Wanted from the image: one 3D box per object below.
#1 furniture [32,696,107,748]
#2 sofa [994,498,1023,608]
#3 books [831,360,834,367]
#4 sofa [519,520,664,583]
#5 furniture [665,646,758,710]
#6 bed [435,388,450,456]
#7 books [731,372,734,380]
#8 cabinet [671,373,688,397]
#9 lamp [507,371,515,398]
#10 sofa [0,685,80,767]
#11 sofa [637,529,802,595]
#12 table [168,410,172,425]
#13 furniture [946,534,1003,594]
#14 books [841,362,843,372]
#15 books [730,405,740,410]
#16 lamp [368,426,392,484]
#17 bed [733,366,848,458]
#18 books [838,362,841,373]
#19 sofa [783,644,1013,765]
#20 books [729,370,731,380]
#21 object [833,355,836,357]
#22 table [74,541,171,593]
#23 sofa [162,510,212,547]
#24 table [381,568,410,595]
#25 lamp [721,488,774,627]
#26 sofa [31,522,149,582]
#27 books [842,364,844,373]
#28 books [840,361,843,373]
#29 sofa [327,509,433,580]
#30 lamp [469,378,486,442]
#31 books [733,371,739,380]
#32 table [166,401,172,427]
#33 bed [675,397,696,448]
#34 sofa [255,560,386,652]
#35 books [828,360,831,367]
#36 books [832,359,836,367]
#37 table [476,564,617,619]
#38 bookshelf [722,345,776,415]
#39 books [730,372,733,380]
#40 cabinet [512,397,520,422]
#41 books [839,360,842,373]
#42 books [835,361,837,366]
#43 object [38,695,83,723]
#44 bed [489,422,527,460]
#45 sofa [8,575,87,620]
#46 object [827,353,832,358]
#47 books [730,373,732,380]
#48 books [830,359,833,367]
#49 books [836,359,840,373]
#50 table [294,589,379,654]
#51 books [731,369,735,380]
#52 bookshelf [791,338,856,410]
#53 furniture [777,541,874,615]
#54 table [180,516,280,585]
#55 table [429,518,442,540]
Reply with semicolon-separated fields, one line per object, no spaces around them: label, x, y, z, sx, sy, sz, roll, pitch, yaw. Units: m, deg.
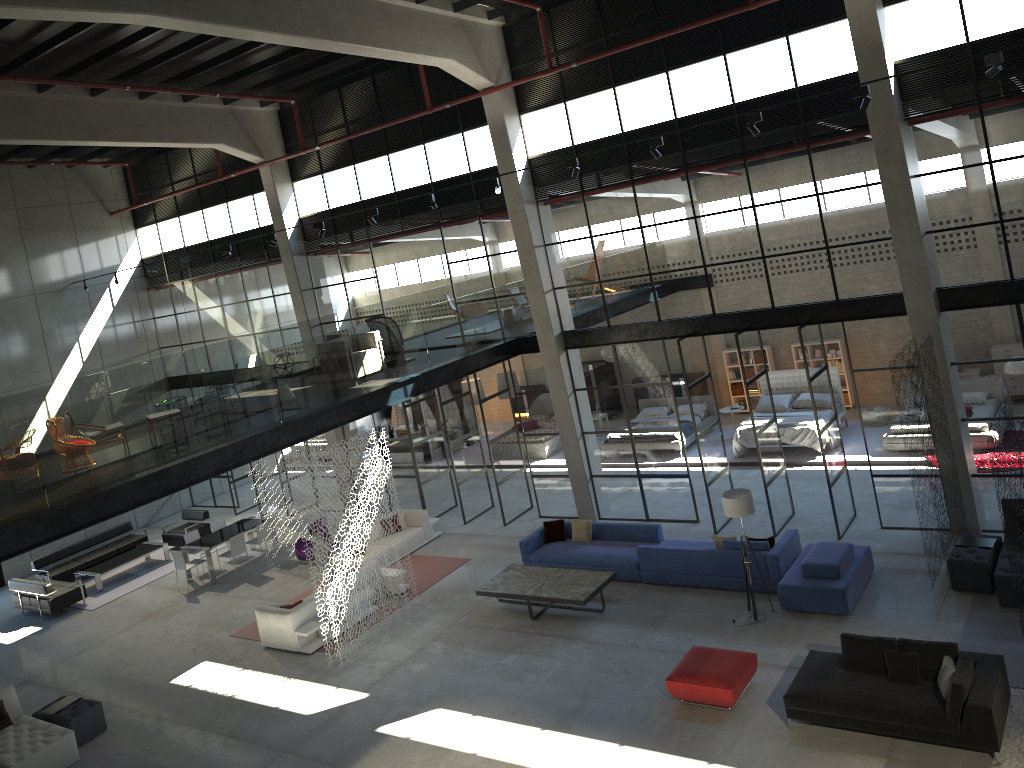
furniture;-6.462;4.925;12.813;0.950;0.453;0.519;-7;7;31
sofa;8.282;2.122;10.723;4.110;0.865;1.864;-5;10;36
books;8.149;-0.459;22.135;0.064;0.333;0.257;-10;4;36
sofa;1.394;2.872;15.232;2.313;0.601;1.076;-5;10;36
furniture;2.443;3.550;10.651;0.846;0.374;0.873;-5;10;36
bed;-2.620;1.007;26.039;2.225;2.069;2.360;-7;7;36
books;5.974;-0.248;23.690;0.032;0.260;0.178;-10;4;36
cabinet;4.517;0.344;24.852;2.061;1.154;0.458;-6;5;36
lamp;0.057;0.611;25.702;0.807;1.915;0.682;-12;2;-12
sofa;-7.819;5.315;10.844;1.807;0.864;4.240;-6;11;36
sofa;3.256;2.672;13.860;2.313;0.718;1.076;-5;9;36
table;-5.514;0.661;13.970;0.478;0.393;0.629;-15;8;-28
furniture;6.435;2.464;12.144;0.504;0.452;0.980;-6;9;41
books;8.312;-0.433;22.008;0.018;0.256;0.258;-10;5;36
books;5.386;0.558;21.165;0.228;0.042;0.305;-10;9;10
lamp;-2.617;1.298;16.717;0.434;1.096;0.447;-9;3;45
bed;6.231;0.630;19.859;2.196;1.410;2.365;-6;9;35
books;8.261;-0.443;22.058;0.020;0.280;0.258;-10;5;36
sofa;4.112;3.322;9.451;2.086;0.558;1.104;-5;10;36
books;5.916;-0.244;23.731;0.019;0.260;0.178;-10;4;36
object;8.085;-0.702;22.008;0.066;0.063;0.066;-12;6;-6
table;-8.939;4.197;20.195;0.892;0.405;1.840;-5;11;36
sofa;-8.007;3.598;21.583;0.941;0.755;0.837;-7;7;36
table;-2.432;3.611;16.093;1.190;0.367;0.306;-5;7;36
lamp;3.260;2.420;12.257;0.424;1.736;0.680;-10;3;34
sofa;-9.983;4.104;20.922;0.812;0.753;2.505;-7;9;36
books;8.325;-0.449;21.993;0.020;0.287;0.257;-10;5;36
books;8.285;-0.436;22.009;0.022;0.273;0.258;-10;5;36
sofa;-2.652;3.227;17.719;0.932;0.664;2.192;-6;10;36
lamp;-0.965;0.818;25.687;0.807;1.916;0.682;-12;2;-12
books;6.039;-0.227;23.657;0.074;0.203;0.162;-10;5;36
table;-5.692;0.506;14.742;0.390;0.514;0.418;-10;5;11
bed;3.702;1.055;21.926;2.234;0.864;2.446;-5;10;36
sofa;-3.268;3.779;15.171;0.938;0.666;2.183;-6;10;36
books;8.070;-0.449;22.171;0.068;0.333;0.257;-10;4;36
books;8.164;-0.461;22.102;0.055;0.340;0.257;-10;4;36
table;0.563;3.348;14.014;2.044;0.397;1.048;-5;11;36
bookshelf;6.411;-0.093;23.416;1.227;1.750;0.335;-8;3;36
books;5.963;-0.225;23.702;0.030;0.215;0.179;-10;4;36
cabinet;0.585;0.661;27.622;1.030;1.155;0.458;-8;4;36
books;8.269;-0.444;22.030;0.027;0.287;0.257;-10;5;36
books;8.203;-0.454;22.075;0.020;0.318;0.257;-10;4;36
object;-6.618;4.758;12.881;0.297;0.099;0.529;-6;10;31
bed;0.678;1.082;24.099;2.010;1.273;2.390;-6;9;36
sofa;-9.940;4.454;18.798;1.635;0.754;0.837;-5;8;36
object;7.991;-0.720;22.072;0.114;0.112;0.118;-7;7;39
books;5.937;-0.213;23.722;0.017;0.196;0.145;-10;4;36
books;8.107;-0.453;22.144;0.058;0.333;0.257;-10;4;36
books;8.225;-0.460;22.058;0.035;0.331;0.257;-10;4;36
table;-2.901;3.950;14.637;0.297;0.367;1.603;-8;9;36
books;5.987;-0.260;23.671;0.048;0.286;0.188;-10;4;36
bookshelf;7.924;-0.214;22.331;1.227;1.750;0.335;-8;3;36
furniture;4.515;2.677;12.634;0.940;0.551;1.570;-6;10;36
table;-6.169;3.623;19.264;0.891;0.753;1.840;-7;9;36
table;-1.943;3.076;18.683;0.892;0.368;0.306;-5;7;36
